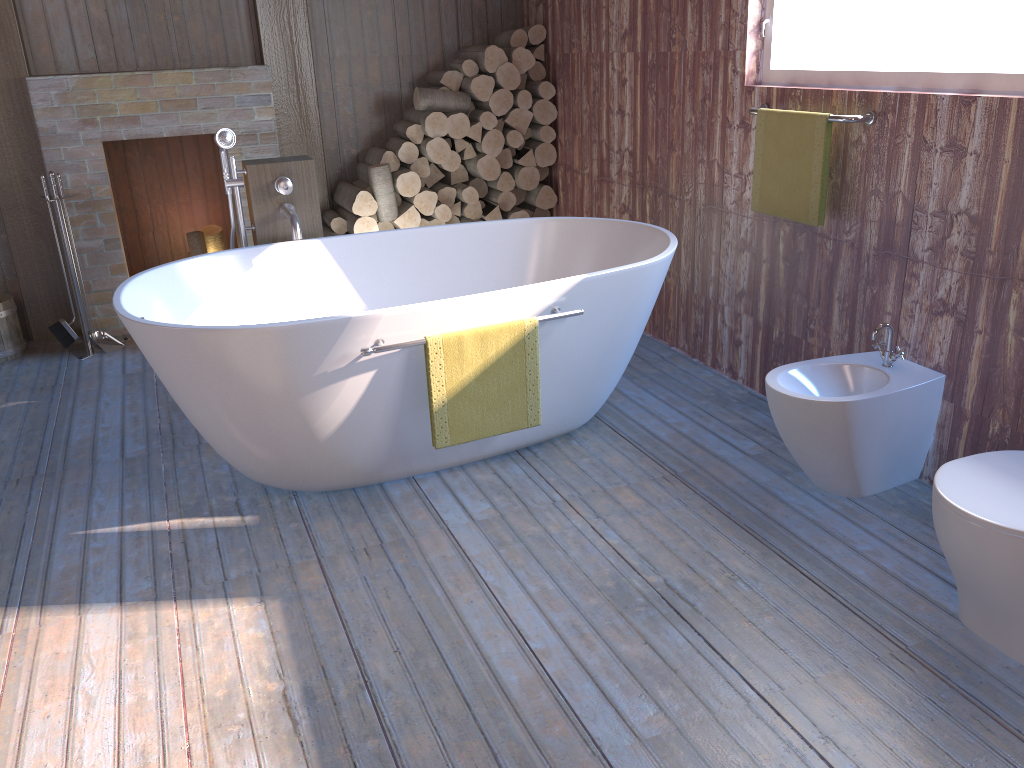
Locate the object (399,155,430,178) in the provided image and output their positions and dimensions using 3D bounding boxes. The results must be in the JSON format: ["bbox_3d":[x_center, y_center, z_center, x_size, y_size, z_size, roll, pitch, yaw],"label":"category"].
[{"bbox_3d":[-0.554,-1.215,4.923,0.111,0.113,0.301,-11,22,-20],"label":"object"}]

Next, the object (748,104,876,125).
[{"bbox_3d":[0.979,-0.908,2.986,0.091,0.043,0.581,-10,22,-19],"label":"object"}]

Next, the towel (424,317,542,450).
[{"bbox_3d":[-0.082,-0.004,2.728,0.370,0.361,0.032,-12,23,-23],"label":"towel"}]

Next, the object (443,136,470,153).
[{"bbox_3d":[-0.322,-1.351,4.962,0.088,0.092,0.280,-10,22,-19],"label":"object"}]

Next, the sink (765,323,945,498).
[{"bbox_3d":[1.019,0.081,2.729,0.515,0.517,0.335,-10,22,-19],"label":"sink"}]

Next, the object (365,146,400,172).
[{"bbox_3d":[-0.717,-1.238,4.880,0.114,0.113,0.301,-11,23,-22],"label":"object"}]

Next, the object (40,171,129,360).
[{"bbox_3d":[-2.190,-0.596,4.358,0.276,0.888,0.333,5,22,19],"label":"object"}]

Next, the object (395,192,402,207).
[{"bbox_3d":[-0.719,-1.062,5.003,0.121,0.124,0.291,-10,22,-19],"label":"object"}]

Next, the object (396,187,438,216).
[{"bbox_3d":[-0.549,-1.054,4.990,0.139,0.148,0.458,-10,22,-19],"label":"object"}]

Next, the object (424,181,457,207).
[{"bbox_3d":[-0.413,-1.083,5.025,0.114,0.120,0.303,-10,22,-19],"label":"object"}]

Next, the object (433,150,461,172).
[{"bbox_3d":[-0.385,-1.265,4.962,0.115,0.123,0.291,-10,22,-19],"label":"object"}]

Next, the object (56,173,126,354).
[{"bbox_3d":[-2.096,-0.587,4.329,0.206,0.871,0.126,6,22,20],"label":"object"}]

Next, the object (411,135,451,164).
[{"bbox_3d":[-0.478,-1.309,4.908,0.141,0.143,0.437,-11,23,-21],"label":"object"}]

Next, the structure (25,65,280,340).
[{"bbox_3d":[-1.779,-0.955,4.681,1.130,1.330,0.226,-11,22,-20],"label":"structure"}]

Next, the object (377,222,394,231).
[{"bbox_3d":[-0.760,-0.902,5.050,0.115,0.123,0.291,-10,22,-19],"label":"object"}]

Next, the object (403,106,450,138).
[{"bbox_3d":[-0.475,-1.441,4.868,0.135,0.145,0.439,-10,22,-19],"label":"object"}]

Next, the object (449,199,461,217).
[{"bbox_3d":[-0.379,-1.016,5.063,0.086,0.089,0.279,-11,23,-22],"label":"object"}]

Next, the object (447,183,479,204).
[{"bbox_3d":[-0.316,-1.102,5.054,0.098,0.100,0.437,-11,23,-21],"label":"object"}]

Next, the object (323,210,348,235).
[{"bbox_3d":[-0.974,-0.896,4.906,0.101,0.103,0.242,-10,22,-19],"label":"object"}]

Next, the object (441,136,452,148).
[{"bbox_3d":[-0.387,-1.341,4.920,0.057,0.061,0.156,-11,22,-20],"label":"object"}]

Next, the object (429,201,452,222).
[{"bbox_3d":[-0.463,-1.000,5.025,0.098,0.100,0.437,-11,23,-21],"label":"object"}]

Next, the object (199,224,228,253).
[{"bbox_3d":[-1.785,-0.741,5.394,0.140,0.459,0.266,-4,21,-3],"label":"object"}]

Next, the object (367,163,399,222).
[{"bbox_3d":[-0.685,-1.020,4.730,0.147,0.298,0.109,-9,22,-17],"label":"object"}]

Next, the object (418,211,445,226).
[{"bbox_3d":[-0.477,-0.915,5.065,0.114,0.120,0.303,-10,22,-19],"label":"object"}]

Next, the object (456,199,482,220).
[{"bbox_3d":[-0.278,-1.021,5.107,0.111,0.113,0.301,-11,23,-21],"label":"object"}]

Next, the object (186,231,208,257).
[{"bbox_3d":[-1.800,-0.664,5.153,0.098,0.434,0.283,-11,23,-21],"label":"object"}]

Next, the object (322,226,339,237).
[{"bbox_3d":[-0.983,-0.785,4.879,0.117,0.120,0.370,-11,23,-21],"label":"object"}]

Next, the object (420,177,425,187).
[{"bbox_3d":[-0.544,-1.140,4.954,0.064,0.068,0.174,-11,22,-20],"label":"object"}]

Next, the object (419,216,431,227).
[{"bbox_3d":[-0.540,-0.929,5.018,0.088,0.092,0.280,-10,22,-19],"label":"object"}]

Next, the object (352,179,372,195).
[{"bbox_3d":[-0.818,-1.088,4.967,0.099,0.093,0.280,-10,22,-19],"label":"object"}]

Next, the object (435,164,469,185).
[{"bbox_3d":[-0.353,-1.224,5.109,0.104,0.127,0.321,-10,22,-19],"label":"object"}]

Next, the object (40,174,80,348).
[{"bbox_3d":[-2.237,-0.577,4.286,0.136,0.846,0.062,-19,26,-37],"label":"object"}]

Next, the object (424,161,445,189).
[{"bbox_3d":[-0.491,-1.212,5.051,0.128,0.150,0.323,-10,22,-20],"label":"object"}]

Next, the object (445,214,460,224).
[{"bbox_3d":[-0.403,-0.966,5.179,0.121,0.124,0.291,-10,22,-19],"label":"object"}]

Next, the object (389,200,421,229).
[{"bbox_3d":[-0.661,-0.948,4.991,0.155,0.174,0.483,-11,23,-21],"label":"object"}]

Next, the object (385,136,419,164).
[{"bbox_3d":[-0.604,-1.283,4.857,0.115,0.123,0.291,-10,22,-19],"label":"object"}]

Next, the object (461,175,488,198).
[{"bbox_3d":[-0.250,-1.162,5.176,0.116,0.118,0.289,-11,23,-22],"label":"object"}]

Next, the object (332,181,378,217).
[{"bbox_3d":[-0.866,-1.019,4.860,0.139,0.137,0.455,-11,23,-21],"label":"object"}]

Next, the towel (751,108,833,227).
[{"bbox_3d":[0.951,-0.748,3.038,0.032,0.361,0.370,-10,22,-19],"label":"towel"}]

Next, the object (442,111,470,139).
[{"bbox_3d":[-0.368,-1.448,4.912,0.138,0.147,0.440,-10,22,-19],"label":"object"}]

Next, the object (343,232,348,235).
[{"bbox_3d":[-0.885,-0.783,4.916,0.106,0.104,0.421,-11,23,-21],"label":"object"}]

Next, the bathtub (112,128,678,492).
[{"bbox_3d":[-0.350,-0.330,3.150,1.935,1.109,1.460,-2,21,1],"label":"bathtub"}]

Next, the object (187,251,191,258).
[{"bbox_3d":[-1.910,-0.655,5.299,0.221,0.306,0.121,0,21,6],"label":"object"}]

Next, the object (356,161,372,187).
[{"bbox_3d":[-0.783,-1.173,4.954,0.108,0.113,0.302,-10,22,-19],"label":"object"}]

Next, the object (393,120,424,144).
[{"bbox_3d":[-0.564,-1.382,4.856,0.106,0.112,0.282,-10,22,-19],"label":"object"}]

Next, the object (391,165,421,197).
[{"bbox_3d":[-0.630,-1.136,4.908,0.138,0.147,0.440,-10,22,-19],"label":"object"}]

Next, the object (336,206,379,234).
[{"bbox_3d":[-0.861,-0.893,4.895,0.137,0.133,0.437,-11,23,-21],"label":"object"}]
